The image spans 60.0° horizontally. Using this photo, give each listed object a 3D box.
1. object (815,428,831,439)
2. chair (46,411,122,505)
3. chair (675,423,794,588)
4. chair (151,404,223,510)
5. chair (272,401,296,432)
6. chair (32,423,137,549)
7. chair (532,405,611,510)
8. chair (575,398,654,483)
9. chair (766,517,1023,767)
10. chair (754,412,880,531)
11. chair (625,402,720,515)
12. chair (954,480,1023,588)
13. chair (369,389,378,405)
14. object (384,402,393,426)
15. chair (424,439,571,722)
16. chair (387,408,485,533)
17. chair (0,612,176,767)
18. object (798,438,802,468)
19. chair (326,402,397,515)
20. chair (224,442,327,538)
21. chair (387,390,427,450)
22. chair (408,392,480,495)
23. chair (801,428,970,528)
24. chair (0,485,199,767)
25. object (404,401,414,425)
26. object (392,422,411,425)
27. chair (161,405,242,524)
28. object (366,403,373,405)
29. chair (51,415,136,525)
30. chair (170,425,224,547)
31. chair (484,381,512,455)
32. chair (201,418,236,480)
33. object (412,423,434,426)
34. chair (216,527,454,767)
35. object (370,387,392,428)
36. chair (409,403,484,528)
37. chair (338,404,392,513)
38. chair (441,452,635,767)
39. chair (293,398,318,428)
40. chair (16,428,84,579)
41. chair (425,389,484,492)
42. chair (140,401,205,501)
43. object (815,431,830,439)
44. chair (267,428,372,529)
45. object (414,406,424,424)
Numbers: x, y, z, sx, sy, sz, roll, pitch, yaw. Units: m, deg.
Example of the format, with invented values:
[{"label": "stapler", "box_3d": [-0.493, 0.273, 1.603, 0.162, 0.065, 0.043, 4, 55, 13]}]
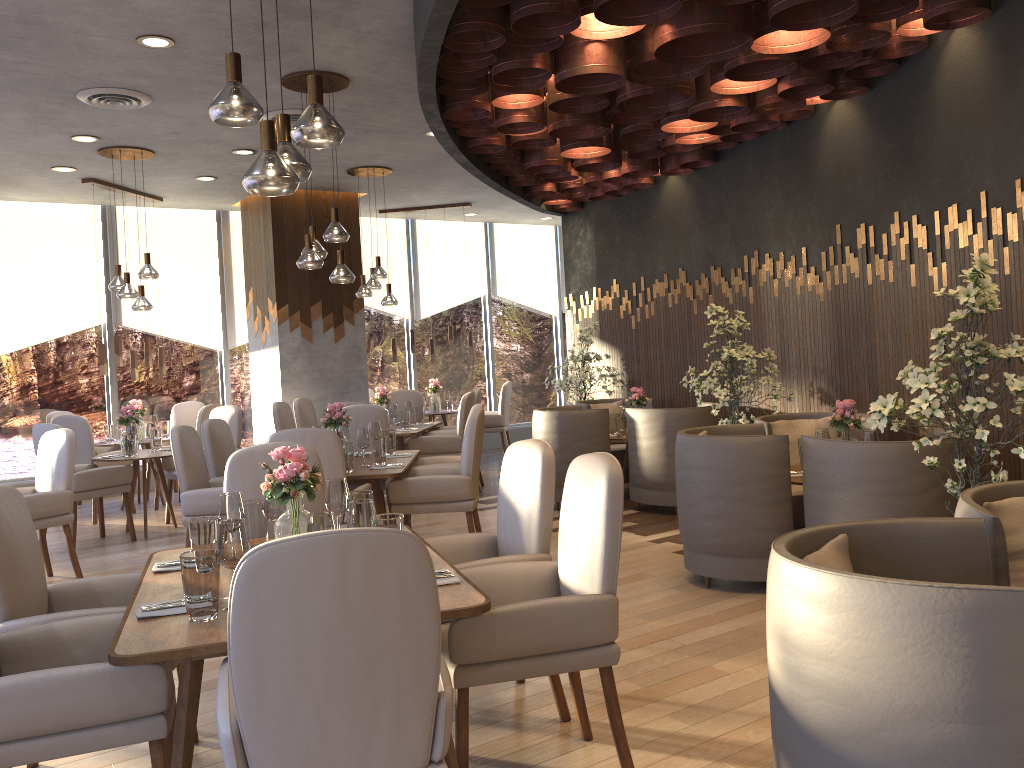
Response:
[{"label": "object", "box_3d": [1.792, 0.377, 5.104, 0.092, 0.244, 0.092, -3, 0, -40]}, {"label": "chair", "box_3d": [-4.341, 0.762, 9.013, 0.599, 1.000, 0.528, -3, 1, 9]}, {"label": "chair", "box_3d": [1.229, 0.677, 4.980, 0.595, 0.837, 0.774, -3, 1, 6]}, {"label": "chair", "box_3d": [-3.170, 0.706, 8.773, 0.599, 1.000, 0.528, -3, 1, 12]}, {"label": "chair", "box_3d": [-1.940, 0.650, 8.459, 0.599, 1.000, 0.528, -3, 1, 4]}, {"label": "chair", "box_3d": [-3.381, 0.780, 6.975, 0.528, 1.000, 0.600, -3, 1, 32]}, {"label": "chair", "box_3d": [0.483, 0.626, 7.648, 0.595, 0.837, 0.774, -3, 1, -14]}, {"label": "chair", "box_3d": [0.927, 0.574, 8.465, 0.775, 0.837, 0.595, -4, 1, -24]}, {"label": "chair", "box_3d": [0.911, 0.795, 2.061, 0.595, 0.837, 0.775, -3, 1, 16]}, {"label": "chair", "box_3d": [1.886, 0.619, 5.624, 0.774, 0.837, 0.595, -3, 1, -4]}, {"label": "chair", "box_3d": [1.376, 0.594, 7.160, 0.774, 0.837, 0.595, -3, 1, -19]}, {"label": "chair", "box_3d": [1.669, 0.736, 2.580, 0.774, 0.837, 0.595, -3, 1, 6]}, {"label": "chair", "box_3d": [-1.545, 0.539, 11.073, 0.599, 1.000, 0.528, -3, 1, 8]}, {"label": "object", "box_3d": [-1.261, 0.303, 9.039, 0.092, 0.244, 0.092, -3, 0, -14]}, {"label": "chair", "box_3d": [-0.138, 0.729, 3.307, 0.600, 1.000, 0.528, -3, 1, -22]}, {"label": "chair", "box_3d": [-0.446, 0.668, 5.564, 0.599, 1.000, 0.528, -3, 1, 2]}, {"label": "chair", "box_3d": [-1.224, 0.821, 2.372, 0.600, 1.000, 0.528, -3, 1, -20]}, {"label": "object", "box_3d": [1.732, 0.410, 5.194, 0.102, 0.178, 0.102, -3, 1, -32]}, {"label": "chair", "box_3d": [-1.332, 0.638, 7.836, 0.528, 1.000, 0.600, -3, 1, 9]}, {"label": "chair", "box_3d": [-0.933, 0.761, 3.641, 0.528, 1.000, 0.599, -3, 1, -20]}, {"label": "chair", "box_3d": [-1.172, 0.573, 9.483, 0.528, 1.000, 0.600, -3, 1, 4]}, {"label": "chair", "box_3d": [-0.625, 0.584, 8.303, 0.599, 1.000, 0.528, -3, 1, 9]}, {"label": "chair", "box_3d": [1.860, 0.666, 4.296, 0.774, 0.837, 0.595, -3, 1, 1]}, {"label": "chair", "box_3d": [-1.391, 0.811, 2.912, 0.600, 1.000, 0.528, -3, 1, -15]}, {"label": "object", "box_3d": [-1.044, 0.293, 9.001, 0.092, 0.244, 0.092, -3, 0, -39]}, {"label": "object", "box_3d": [-1.148, 0.406, 9.167, 0.157, 0.019, 0.255, -3, 2, 6]}, {"label": "chair", "box_3d": [-2.740, 0.711, 7.942, 0.528, 1.000, 0.600, -3, 1, 33]}, {"label": "object", "box_3d": [-1.426, 0.316, 8.936, 0.092, 0.244, 0.092, -3, 0, 33]}, {"label": "chair", "box_3d": [-3.925, 0.764, 8.282, 0.528, 1.000, 0.600, -3, 1, 15]}, {"label": "chair", "box_3d": [-1.781, 0.741, 5.553, 0.600, 1.000, 0.528, -3, 1, -3]}, {"label": "chair", "box_3d": [-0.280, 0.477, 10.857, 0.599, 1.000, 0.528, -3, 1, 9]}, {"label": "chair", "box_3d": [-1.784, 0.722, 6.119, 0.599, 1.000, 0.528, -3, 1, 2]}, {"label": "object", "box_3d": [-0.918, 0.403, 8.886, 0.255, 0.019, 0.157, -3, 2, 9]}, {"label": "chair", "box_3d": [-0.405, 0.787, 2.055, 0.528, 1.000, 0.599, -3, 1, -15]}, {"label": "object", "box_3d": [-1.274, 0.234, 8.700, 0.210, 0.416, 0.198, -3, 1, 33]}, {"label": "chair", "box_3d": [-0.470, 0.650, 6.133, 0.600, 1.000, 0.528, -3, 1, -5]}, {"label": "chair", "box_3d": [-1.143, 0.668, 6.680, 0.528, 1.000, 0.600, -3, 1, -4]}, {"label": "chair", "box_3d": [0.050, 0.737, 2.770, 0.600, 1.000, 0.528, -3, 1, -15]}, {"label": "chair", "box_3d": [-1.872, 0.627, 9.020, 0.599, 1.000, 0.528, -3, 1, 9]}, {"label": "chair", "box_3d": [-3.128, 0.811, 5.667, 0.528, 1.000, 0.600, -3, 1, 37]}, {"label": "chair", "box_3d": [-0.578, 0.562, 8.870, 0.599, 1.000, 0.528, -3, 1, 2]}, {"label": "chair", "box_3d": [-3.595, 0.703, 9.530, 0.528, 1.000, 0.600, -3, 1, 13]}, {"label": "object", "box_3d": [1.722, 0.388, 4.900, 0.092, 0.244, 0.092, -3, 0, 24]}, {"label": "chair", "box_3d": [-1.089, 0.722, 5.012, 0.528, 1.000, 0.600, -3, 1, 2]}, {"label": "object", "box_3d": [-0.946, 0.319, 9.051, 0.102, 0.178, 0.102, -3, 1, 36]}]
